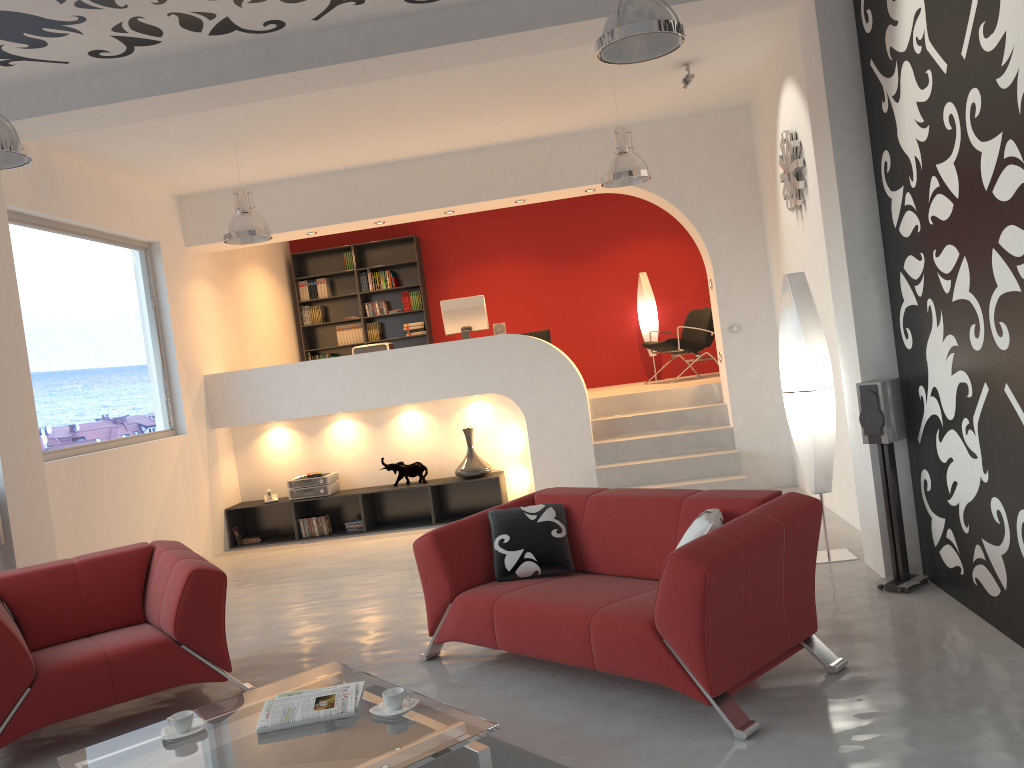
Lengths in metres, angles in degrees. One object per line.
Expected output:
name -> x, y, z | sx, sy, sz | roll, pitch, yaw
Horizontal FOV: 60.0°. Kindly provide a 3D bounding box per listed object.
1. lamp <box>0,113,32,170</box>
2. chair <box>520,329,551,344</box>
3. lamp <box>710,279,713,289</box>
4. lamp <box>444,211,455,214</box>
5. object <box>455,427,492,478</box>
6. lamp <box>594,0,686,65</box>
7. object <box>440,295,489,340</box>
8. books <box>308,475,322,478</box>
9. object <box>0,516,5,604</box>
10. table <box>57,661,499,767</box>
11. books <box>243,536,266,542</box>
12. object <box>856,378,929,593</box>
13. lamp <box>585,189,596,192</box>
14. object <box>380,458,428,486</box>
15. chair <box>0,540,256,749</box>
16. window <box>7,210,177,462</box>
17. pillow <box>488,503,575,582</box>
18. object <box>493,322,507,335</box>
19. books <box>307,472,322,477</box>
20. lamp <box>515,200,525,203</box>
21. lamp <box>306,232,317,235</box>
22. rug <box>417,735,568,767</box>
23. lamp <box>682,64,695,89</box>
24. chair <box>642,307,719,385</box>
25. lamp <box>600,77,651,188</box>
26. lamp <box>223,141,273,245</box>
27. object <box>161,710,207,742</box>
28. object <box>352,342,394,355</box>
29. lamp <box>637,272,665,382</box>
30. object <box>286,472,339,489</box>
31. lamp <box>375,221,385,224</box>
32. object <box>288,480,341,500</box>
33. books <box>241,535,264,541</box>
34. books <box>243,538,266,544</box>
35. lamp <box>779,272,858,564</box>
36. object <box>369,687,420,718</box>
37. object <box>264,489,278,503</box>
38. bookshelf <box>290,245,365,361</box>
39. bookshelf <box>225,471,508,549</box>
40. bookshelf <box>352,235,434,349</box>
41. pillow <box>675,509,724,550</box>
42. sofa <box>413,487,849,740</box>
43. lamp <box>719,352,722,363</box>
lamp -> -2.475, -1.425, 4.073 | 0.379, 0.800, 0.379 | -7, 2, 35
chair -> 0.084, -0.199, 10.351 | 0.664, 0.795, 0.768 | -7, 2, 26
lamp -> 1.887, -0.947, 8.407 | 0.011, 0.105, 0.105 | -7, 1, 6
lamp -> -0.611, -1.675, 8.649 | 0.105, 0.011, 0.105 | -8, 1, -5
object -> -0.401, 0.674, 8.706 | 0.369, 0.481, 0.369 | -8, 2, -28
lamp -> 0.490, -1.812, 3.737 | 0.379, 0.800, 0.379 | -8, 1, -1
object -> -0.476, -0.656, 9.083 | 0.458, 0.452, 0.230 | -7, 1, 6
books -> -1.973, 0.917, 8.857 | 0.135, 0.015, 0.190 | -8, 1, -14
object -> -3.086, 1.198, 5.293 | 0.214, 1.112, 0.229 | -8, 2, -29
table -> -0.805, 1.360, 3.024 | 1.097, 0.286, 1.162 | -9, 2, -39
books -> -2.601, 1.568, 8.956 | 0.190, 0.015, 0.135 | -7, 1, 6
object -> 2.014, 0.533, 4.723 | 0.229, 1.112, 0.214 | -9, 2, -39
lamp -> 0.750, -1.853, 8.495 | 0.105, 0.011, 0.105 | -8, 1, -5
object -> -1.071, 0.854, 8.810 | 0.507, 0.296, 0.191 | -7, 2, 22
chair -> -2.085, 1.275, 4.414 | 1.288, 0.738, 0.951 | -9, 2, -34
window -> -3.412, -0.360, 7.041 | 0.100, 1.800, 2.400 | -7, 1, 6
pillow -> 0.095, 0.803, 4.529 | 0.402, 0.343, 0.288 | -8, 1, -1
object -> -0.126, -0.549, 9.099 | 0.133, 0.147, 0.151 | -8, 1, -10
books -> -1.977, 0.902, 8.867 | 0.135, 0.015, 0.190 | -8, 1, -9
lamp -> 0.079, -1.765, 8.571 | 0.105, 0.011, 0.105 | -8, 1, -5
lamp -> -1.990, -1.495, 8.806 | 0.105, 0.011, 0.105 | -8, 1, -5
rug -> -0.776, 1.502, 3.034 | 1.700, 0.025, 1.700 | -9, 2, -39
lamp -> 1.318, -2.304, 6.637 | 0.118, 0.176, 0.112 | -9, 2, -41
chair -> 1.952, -0.444, 10.198 | 0.768, 0.795, 0.664 | -8, 1, -19
lamp -> 0.813, -1.928, 6.717 | 0.379, 0.800, 0.379 | -8, 2, -22
lamp -> -2.153, -1.542, 7.053 | 0.379, 0.800, 0.379 | -8, 2, -22
object -> -1.186, 1.227, 3.200 | 0.153, 0.069, 0.153 | -8, 2, -27
object -> -1.419, -0.308, 9.279 | 0.397, 0.217, 0.458 | -7, 1, 6
lamp -> 1.705, -0.709, 11.002 | 0.237, 1.349, 0.237 | -7, 1, 15
object -> -1.996, 0.965, 8.894 | 0.430, 0.077, 0.349 | -7, 1, 6
lamp -> -1.300, -1.585, 8.727 | 0.105, 0.011, 0.105 | -8, 1, -5
object -> -1.984, 1.063, 8.889 | 0.430, 0.100, 0.365 | -7, 1, 6
books -> -2.619, 1.556, 8.957 | 0.190, 0.015, 0.135 | -7, 1, 6
books -> -2.604, 1.584, 8.957 | 0.190, 0.015, 0.135 | -7, 1, 6
lamp -> 1.861, 0.197, 5.514 | 0.313, 1.779, 0.313 | -7, 1, 15
object -> -0.419, 1.126, 3.150 | 0.153, 0.069, 0.153 | -7, 2, 33
object -> -2.412, 1.112, 8.858 | 0.130, 0.117, 0.146 | -8, 1, -18
bookshelf -> -2.274, -0.627, 11.479 | 0.816, 2.213, 0.305 | -7, 1, 6
bookshelf -> -1.437, 1.252, 8.840 | 2.764, 0.397, 0.405 | -7, 1, 6
bookshelf -> -1.469, -0.732, 11.388 | 0.816, 2.213, 0.305 | -7, 1, 6
pillow -> 0.775, 0.731, 3.803 | 0.288, 0.343, 0.402 | -7, 1, 14
sofa -> 0.445, 0.944, 4.180 | 0.951, 0.738, 1.929 | -9, 2, -44
lamp -> 1.979, -0.254, 8.424 | 0.011, 0.105, 0.105 | -7, 1, 6
